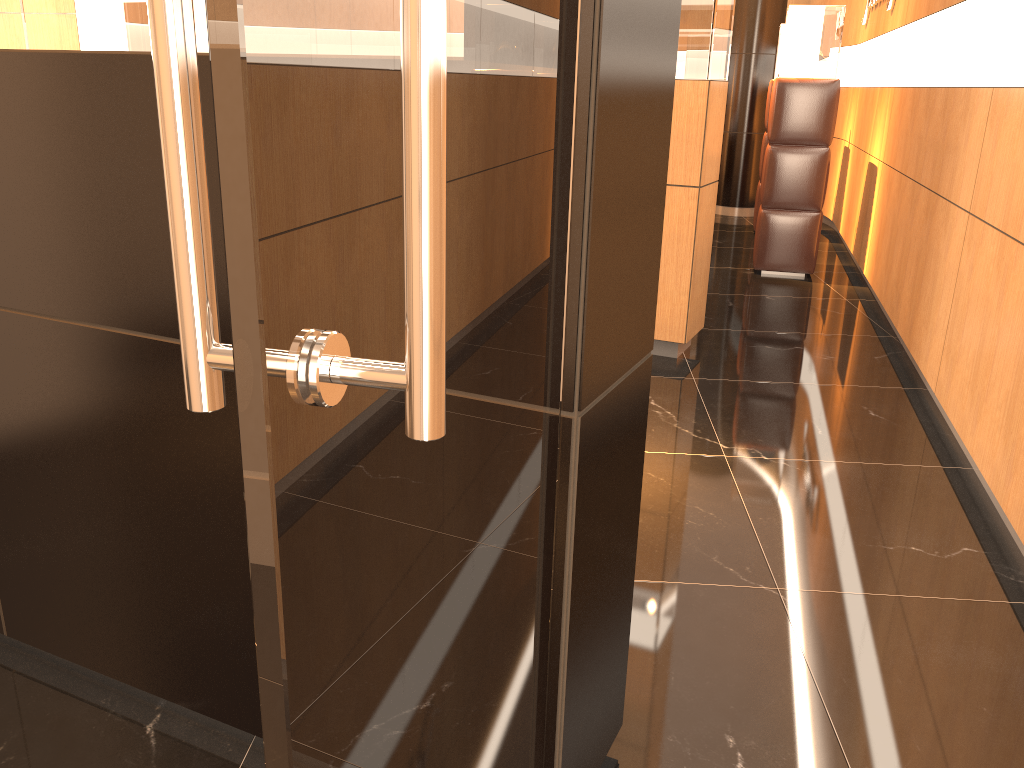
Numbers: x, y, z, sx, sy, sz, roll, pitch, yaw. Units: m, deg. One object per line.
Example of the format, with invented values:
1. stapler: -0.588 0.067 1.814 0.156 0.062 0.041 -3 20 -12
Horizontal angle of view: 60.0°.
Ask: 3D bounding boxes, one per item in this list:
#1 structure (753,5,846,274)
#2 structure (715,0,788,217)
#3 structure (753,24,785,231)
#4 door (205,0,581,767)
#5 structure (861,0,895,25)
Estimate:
1. structure: 2.247 -1.887 6.951 0.498 1.968 0.484 6 19 13
2. structure: 2.715 -3.660 10.010 0.613 3.430 0.613 8 20 17
3. structure: 2.769 -2.512 8.869 0.498 2.000 0.484 6 19 13
4. door: -0.187 -0.242 0.009 0.098 3.285 2.473 6 19 13
5. structure: 3.065 -3.283 7.368 0.034 0.442 2.050 6 19 13
